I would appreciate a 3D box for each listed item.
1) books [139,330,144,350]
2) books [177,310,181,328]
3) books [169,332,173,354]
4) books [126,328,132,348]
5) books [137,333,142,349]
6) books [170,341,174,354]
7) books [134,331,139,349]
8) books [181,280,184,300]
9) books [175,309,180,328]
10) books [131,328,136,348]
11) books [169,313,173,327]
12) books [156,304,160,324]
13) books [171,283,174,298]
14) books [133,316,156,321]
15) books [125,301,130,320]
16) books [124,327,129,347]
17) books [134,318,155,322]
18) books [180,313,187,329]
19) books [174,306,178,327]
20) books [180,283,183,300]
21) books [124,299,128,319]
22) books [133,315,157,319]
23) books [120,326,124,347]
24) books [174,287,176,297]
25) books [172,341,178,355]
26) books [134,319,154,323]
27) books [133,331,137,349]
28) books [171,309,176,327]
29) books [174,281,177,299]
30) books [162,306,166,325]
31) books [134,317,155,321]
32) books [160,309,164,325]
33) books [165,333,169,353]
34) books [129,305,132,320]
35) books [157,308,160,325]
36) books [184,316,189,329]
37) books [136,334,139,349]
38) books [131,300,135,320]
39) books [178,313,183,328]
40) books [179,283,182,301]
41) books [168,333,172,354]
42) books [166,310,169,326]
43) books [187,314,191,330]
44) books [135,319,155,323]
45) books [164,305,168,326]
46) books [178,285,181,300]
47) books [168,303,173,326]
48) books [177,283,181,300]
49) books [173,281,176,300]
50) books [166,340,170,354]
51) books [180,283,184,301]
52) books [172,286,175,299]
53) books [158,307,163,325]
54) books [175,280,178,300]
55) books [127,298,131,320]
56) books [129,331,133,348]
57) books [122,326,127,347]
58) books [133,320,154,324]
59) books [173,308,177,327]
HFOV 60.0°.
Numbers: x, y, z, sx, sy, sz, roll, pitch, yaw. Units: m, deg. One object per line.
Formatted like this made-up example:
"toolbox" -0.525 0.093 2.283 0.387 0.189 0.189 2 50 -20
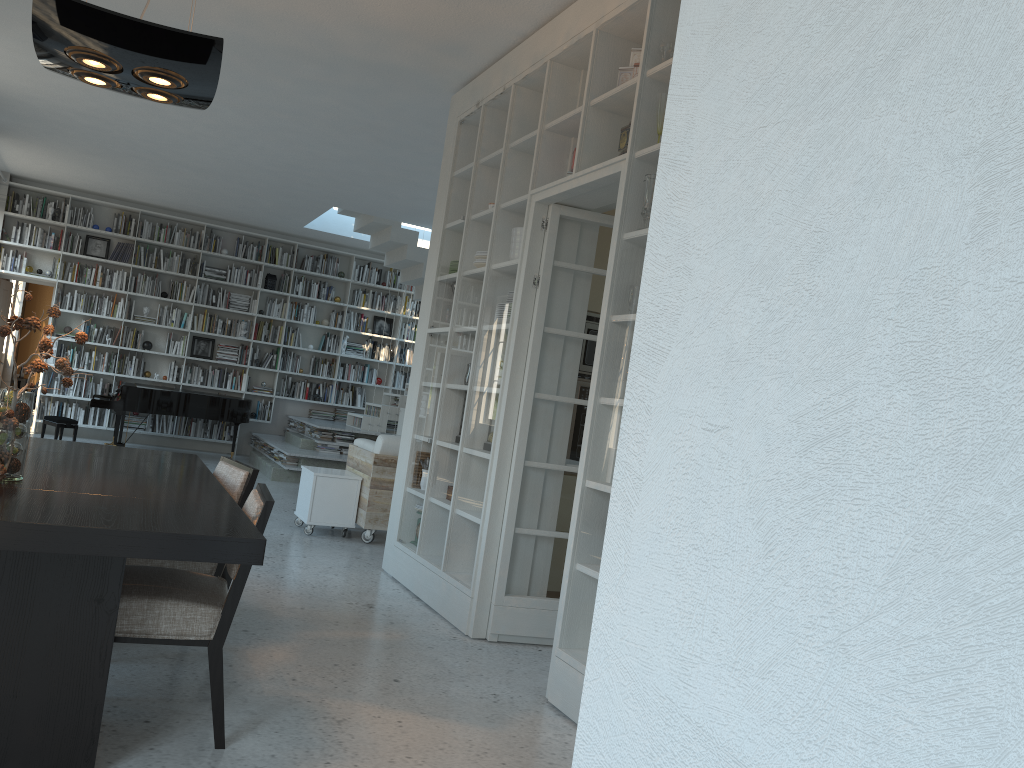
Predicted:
"books" -5.041 -0.599 12.073 0.028 0.266 0.144 9 -1 -24
"books" -4.610 -0.896 12.258 0.022 0.256 0.152 9 -1 -24
"books" -4.706 -0.561 12.222 0.012 0.298 0.166 9 -1 -24
"books" -5.185 -0.621 11.996 0.036 0.263 0.166 9 -1 -24
"books" -5.064 -0.578 12.048 0.028 0.216 0.175 9 -1 -24
"books" -4.698 -0.501 12.235 0.030 0.183 0.154 9 -1 -24
"books" -5.106 -0.599 12.054 0.028 0.247 0.142 9 -1 -24
"books" -4.554 -1.286 12.247 0.006 0.303 0.165 9 -1 -24
"books" -4.622 -0.901 12.230 0.023 0.259 0.170 9 -1 -24
"books" -5.126 -0.618 12.003 0.026 0.274 0.190 9 -1 -24
"books" -4.702 -0.877 12.217 0.025 0.189 0.140 9 -1 -24
"books" -4.845 -0.949 12.128 0.012 0.285 0.159 9 -1 -24
"books" -4.669 -1.271 12.178 0.005 0.236 0.178 9 -1 -24
"books" -5.001 -0.898 12.073 0.285 0.012 0.159 9 -2 -22
"books" -5.197 -0.991 11.980 0.024 0.257 0.134 9 -1 -24
"books" -5.215 -0.631 11.990 0.026 0.275 0.154 9 -1 -24
"books" -5.002 -0.873 12.067 0.254 0.012 0.160 9 -2 -29
"books" -4.542 -0.872 12.264 0.060 0.227 0.179 9 -1 -24
"books" -4.634 -0.924 12.223 0.011 0.300 0.178 9 -1 -24
"books" -4.568 -1.269 12.246 0.004 0.265 0.141 9 -1 -24
"books" -5.214 -1.008 11.978 0.012 0.285 0.159 9 -1 -24
"books" -4.998 -0.909 12.069 0.285 0.012 0.159 9 -2 -28
"books" -5.266 -0.644 11.972 0.012 0.285 0.159 9 -1 -24
"books" -4.638 -1.256 12.191 0.006 0.216 0.181 9 -1 -24
"books" -4.652 -0.498 12.239 0.057 0.188 0.156 9 -1 -24
"books" -5.010 -0.849 12.076 0.254 0.012 0.161 9 -2 -24
"books" -5.119 -0.600 12.030 0.014 0.244 0.153 9 -1 -24
"books" -4.667 -0.902 12.211 0.028 0.247 0.170 9 -1 -24
"books" -4.637 -1.285 12.214 0.005 0.275 0.157 9 -1 -24
"books" -4.777 -0.929 12.169 0.022 0.267 0.151 9 -1 -24
"books" -5.002 -0.886 12.071 0.254 0.012 0.160 9 -2 -27
"books" -4.807 -0.913 12.173 0.024 0.227 0.137 9 -1 -24
"books" -4.748 -0.562 12.198 0.012 0.285 0.159 9 -1 -24
"books" -5.167 -0.962 12.002 0.034 0.209 0.136 9 -1 -24
"books" -4.845 -0.922 12.145 0.010 0.232 0.154 9 -1 -24
"books" -4.513 -0.843 12.298 0.027 0.181 0.141 9 -1 -24
"books" -5.084 -0.576 12.043 0.011 0.208 0.180 9 -1 -24
"books" -5.136 -0.992 12.009 0.021 0.278 0.136 9 -1 -24
"books" -4.591 -0.875 12.268 0.026 0.219 0.150 9 -1 -24
"books" -4.579 -1.264 12.242 0.017 0.253 0.139 9 -1 -24
"books" -4.718 -0.560 12.220 0.011 0.291 0.155 9 -1 -24
"books" -4.739 -0.901 12.192 0.048 0.224 0.149 9 -1 -24
"books" -4.488 -0.857 12.312 0.026 0.217 0.126 9 -1 -24
"books" -5.005 -0.861 12.069 0.254 0.012 0.160 9 -2 -28
"books" -4.755 -0.936 12.166 0.012 0.286 0.167 9 -1 -24
"books" -4.597 -1.258 12.247 0.011 0.236 0.130 9 -1 -24
"books" -4.702 -0.949 12.197 0.010 0.329 0.173 9 -1 -24
"books" -4.593 -1.263 12.209 0.013 0.243 0.188 9 -1 -24
"books" -4.654 -1.283 12.218 0.009 0.266 0.149 9 -1 -24
"books" -4.737 -0.510 12.201 0.025 0.186 0.154 9 -1 -24
"books" -4.562 -1.262 12.242 0.006 0.253 0.180 9 -1 -24
"books" -4.665 -1.251 12.206 0.011 0.200 0.162 9 -1 -24
"books" -4.818 -0.926 12.136 0.030 0.247 0.174 9 -1 -24
"books" -4.624 -1.289 12.232 0.033 0.287 0.155 9 -1 -24
"books" -5.186 -1.009 12.004 0.011 0.298 0.135 9 -1 -24
"books" -5.162 -0.599 12.012 0.025 0.228 0.153 9 -1 -24
"books" -5.235 -0.639 11.975 0.025 0.284 0.145 9 -1 -24
"books" -5.010 -0.837 12.072 0.285 0.012 0.159 9 -2 -26
"books" -4.643 -0.908 12.210 0.012 0.265 0.192 9 -1 -24
